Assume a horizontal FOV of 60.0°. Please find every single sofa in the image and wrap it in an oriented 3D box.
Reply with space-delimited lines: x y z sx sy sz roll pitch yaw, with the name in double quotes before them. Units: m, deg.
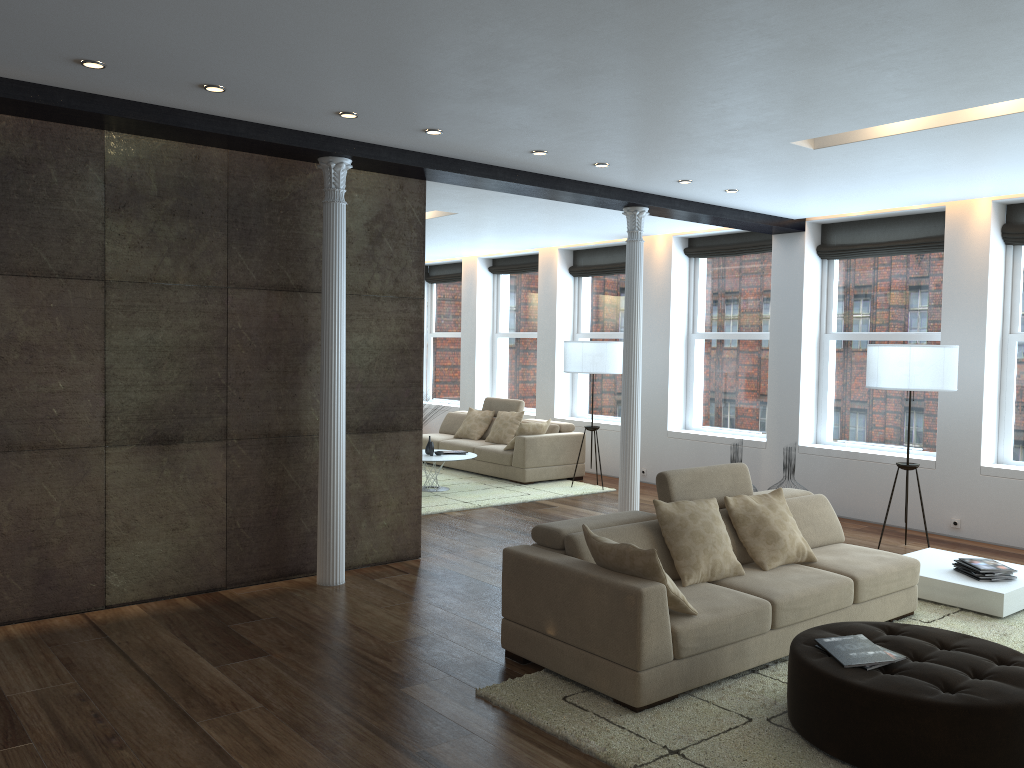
"sofa" -0.269 0.678 11.749 1.018 0.950 2.581 -1 3 -39
"sofa" 1.256 0.990 5.126 2.581 0.950 1.021 -1 3 -39

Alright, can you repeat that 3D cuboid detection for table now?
"table" -0.909 0.999 10.048 1.022 0.393 1.022 1 2 5
"table" 3.102 1.353 6.106 0.900 0.170 0.900 -1 3 -39

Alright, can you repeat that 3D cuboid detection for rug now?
"rug" 2.407 1.508 4.394 4.231 0.020 2.972 -1 3 -39
"rug" -1.275 1.157 10.990 2.972 0.020 4.231 -1 3 -39

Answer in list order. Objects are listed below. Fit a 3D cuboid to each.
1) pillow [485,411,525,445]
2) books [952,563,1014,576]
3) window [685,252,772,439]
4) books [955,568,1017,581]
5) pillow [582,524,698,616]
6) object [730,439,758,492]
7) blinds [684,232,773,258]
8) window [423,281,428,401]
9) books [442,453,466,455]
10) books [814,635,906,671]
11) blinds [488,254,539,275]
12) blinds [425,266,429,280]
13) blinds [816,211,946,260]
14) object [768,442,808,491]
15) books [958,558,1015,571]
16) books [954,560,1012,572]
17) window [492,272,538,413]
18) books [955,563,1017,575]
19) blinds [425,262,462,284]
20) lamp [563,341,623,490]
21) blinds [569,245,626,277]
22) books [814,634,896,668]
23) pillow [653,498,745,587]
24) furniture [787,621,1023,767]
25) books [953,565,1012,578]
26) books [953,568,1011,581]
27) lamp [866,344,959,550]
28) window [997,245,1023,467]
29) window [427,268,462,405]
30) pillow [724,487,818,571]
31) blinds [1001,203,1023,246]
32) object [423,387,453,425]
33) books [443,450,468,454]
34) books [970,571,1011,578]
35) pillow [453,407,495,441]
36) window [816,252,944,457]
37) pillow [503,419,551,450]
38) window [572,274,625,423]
"pillow" -0.097 0.559 11.554 0.301 0.439 0.534 -1 3 -42
"books" 3.136 1.233 5.916 0.220 0.010 0.300 0 3 -14
"window" 2.591 -0.533 10.272 0.123 2.400 1.391 -1 3 -39
"books" 3.160 1.262 5.919 0.220 0.010 0.300 0 3 -19
"pillow" 0.609 0.906 4.310 0.395 0.393 0.518 -1 3 -35
"object" 2.249 0.931 8.915 0.458 0.781 0.458 -1 3 -40
"blinds" 2.562 -1.605 10.187 0.156 0.275 1.396 -1 3 -39
"window" -2.046 -0.813 14.813 1.474 2.400 0.123 -1 3 -39
"books" -0.682 0.795 10.201 0.300 0.010 0.220 1 2 -4
"books" 1.492 1.152 3.811 0.219 0.031 0.300 0 3 -24
"blinds" 0.141 -1.779 13.188 0.156 0.275 1.442 -1 3 -39
"blinds" -1.984 -1.864 14.691 1.442 0.312 0.155 -1 3 -39
"blinds" 3.685 -1.464 8.771 0.183 0.395 1.431 -1 3 -39
"object" 2.711 0.949 8.689 0.458 0.781 0.458 -1 3 -40
"books" 3.161 1.204 5.916 0.220 0.010 0.300 1 2 1
"books" 3.136 1.213 5.915 0.220 0.010 0.300 1 2 -4
"window" 0.168 -0.707 13.275 0.123 2.400 1.444 -1 3 -39
"books" 3.161 1.224 5.917 0.220 0.010 0.300 0 3 -24
"blinds" -0.999 -1.834 14.601 0.156 0.327 1.377 -1 3 -39
"lamp" 0.939 0.366 10.365 0.698 1.728 0.698 0 3 -15
"blinds" 1.263 -1.639 11.797 0.156 0.393 1.342 -1 3 -39
"books" 1.467 1.144 3.808 0.220 0.040 0.301 1 2 -4
"pillow" 1.052 0.864 4.972 0.534 0.439 0.301 -1 3 -35
"furniture" 1.738 1.334 3.815 1.057 0.355 1.057 -1 3 -37
"books" 3.135 1.252 5.916 0.220 0.010 0.300 1 2 -4
"books" 3.135 1.271 5.917 0.220 0.010 0.300 1 2 -4
"lamp" 3.316 0.537 7.419 0.698 1.728 0.698 0 3 -15
"window" 4.879 -0.369 7.435 0.123 2.400 1.442 -1 3 -39
"window" -0.045 -0.537 23.365 34.761 17.917 13.698 -1 3 -39
"pillow" 1.546 0.867 5.354 0.519 0.416 0.368 -1 3 -34
"blinds" 4.850 -1.375 7.351 0.156 0.424 1.439 -1 3 -39
"object" -1.569 0.549 13.023 1.125 1.014 1.119 3 3 37
"books" -0.683 0.784 10.226 0.300 0.010 0.220 0 3 -24
"books" 3.161 1.243 5.918 0.220 0.010 0.300 2 3 11
"pillow" -0.499 0.542 12.032 0.368 0.416 0.519 -1 3 -43
"window" 3.727 -0.452 8.863 0.123 2.400 1.432 -1 3 -39
"pillow" 0.194 0.619 10.814 0.518 0.393 0.395 -1 3 -42
"window" 1.294 -0.626 11.880 0.123 2.400 1.345 -1 3 -39
